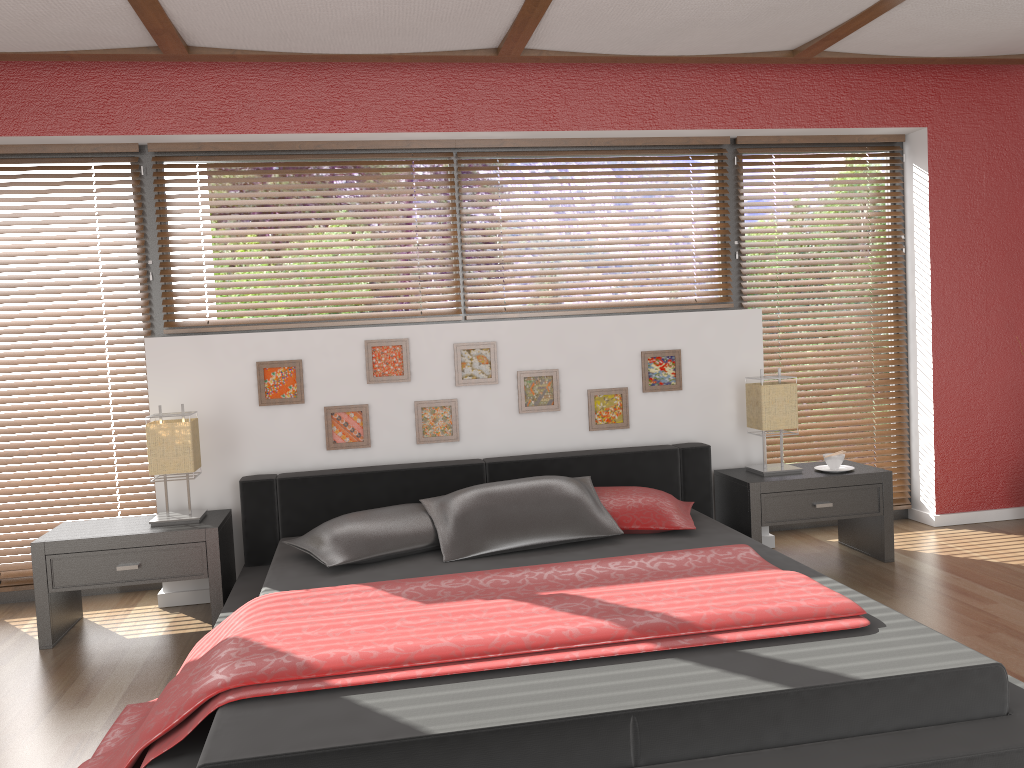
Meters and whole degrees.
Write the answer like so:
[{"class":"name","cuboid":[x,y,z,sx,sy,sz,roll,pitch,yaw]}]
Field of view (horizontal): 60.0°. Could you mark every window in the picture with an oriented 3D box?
[{"class":"window","cuboid":[-0.268,-0.751,4.460,2.817,0.786,0.020,-3,3,-10]},{"class":"window","cuboid":[-2.161,-0.095,4.155,0.889,1.893,0.020,-3,3,-10]},{"class":"window","cuboid":[1.675,-0.325,4.828,0.889,1.893,0.020,-3,3,-10]}]

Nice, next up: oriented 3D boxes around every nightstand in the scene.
[{"class":"nightstand","cuboid":[-1.547,0.797,3.700,0.700,0.423,0.413,-3,3,-10]},{"class":"nightstand","cuboid":[1.380,0.622,4.214,0.700,0.423,0.413,-3,3,-10]}]

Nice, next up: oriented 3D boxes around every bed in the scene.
[{"class":"bed","cuboid":[-0.053,0.691,2.945,2.469,0.577,2.413,-3,3,-10]}]

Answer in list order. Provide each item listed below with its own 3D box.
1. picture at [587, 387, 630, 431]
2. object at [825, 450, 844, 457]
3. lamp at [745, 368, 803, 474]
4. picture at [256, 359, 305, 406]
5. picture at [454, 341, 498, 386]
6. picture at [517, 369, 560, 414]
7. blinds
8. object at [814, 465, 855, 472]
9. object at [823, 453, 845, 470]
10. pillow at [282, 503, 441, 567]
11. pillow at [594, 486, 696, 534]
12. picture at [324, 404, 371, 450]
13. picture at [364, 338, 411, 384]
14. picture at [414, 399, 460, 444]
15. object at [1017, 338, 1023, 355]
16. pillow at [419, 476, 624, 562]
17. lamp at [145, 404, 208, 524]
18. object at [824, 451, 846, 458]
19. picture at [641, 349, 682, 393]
[{"class":"picture","cuboid":[0.465,0.121,4.275,0.200,0.200,0.010,-3,3,-10]},{"class":"object","cuboid":[1.515,0.329,4.173,0.007,0.007,0.192,1,5,44]},{"class":"lamp","cuboid":[1.233,0.167,4.206,0.200,0.480,0.200,-3,3,-10]},{"class":"picture","cuboid":[-1.044,-0.005,3.999,0.200,0.200,0.010,-3,3,-10]},{"class":"picture","cuboid":[-0.168,-0.094,4.151,0.200,0.200,0.010,-3,3,-10]},{"class":"picture","cuboid":[0.127,0.034,4.210,0.200,0.200,0.010,-3,3,-10]},{"class":"blinds","cuboid":[-0.231,-0.171,4.426,4.840,1.952,0.032,-3,3,-10]},{"class":"object","cuboid":[1.516,0.400,4.171,0.179,0.012,0.179,-2,4,15]},{"class":"object","cuboid":[1.514,0.367,4.169,0.099,0.069,0.099,-2,4,15]},{"class":"pillow","cuboid":[-0.486,0.588,3.538,0.745,0.172,0.418,-5,4,-35]},{"class":"pillow","cuboid":[0.401,0.532,3.749,0.745,0.172,0.418,-2,3,9]},{"class":"picture","cuboid":[-0.753,0.198,4.061,0.200,0.200,0.010,-3,3,-10]},{"class":"picture","cuboid":[-0.572,-0.106,4.078,0.200,0.200,0.010,-3,3,-10]},{"class":"picture","cuboid":[-0.349,0.175,4.132,0.200,0.200,0.010,-3,3,-10]},{"class":"object","cuboid":[2.650,0.247,4.299,0.422,1.035,0.364,-5,4,-35]},{"class":"pillow","cuboid":[0.030,0.511,3.539,0.744,0.241,0.386,-4,4,-14]},{"class":"lamp","cuboid":[-1.420,0.326,3.740,0.200,0.480,0.200,-3,3,-10]},{"class":"object","cuboid":[1.511,0.330,4.150,0.192,0.007,0.007,-6,4,-40]},{"class":"picture","cuboid":[0.728,-0.064,4.312,0.200,0.200,0.010,-3,3,-10]}]
